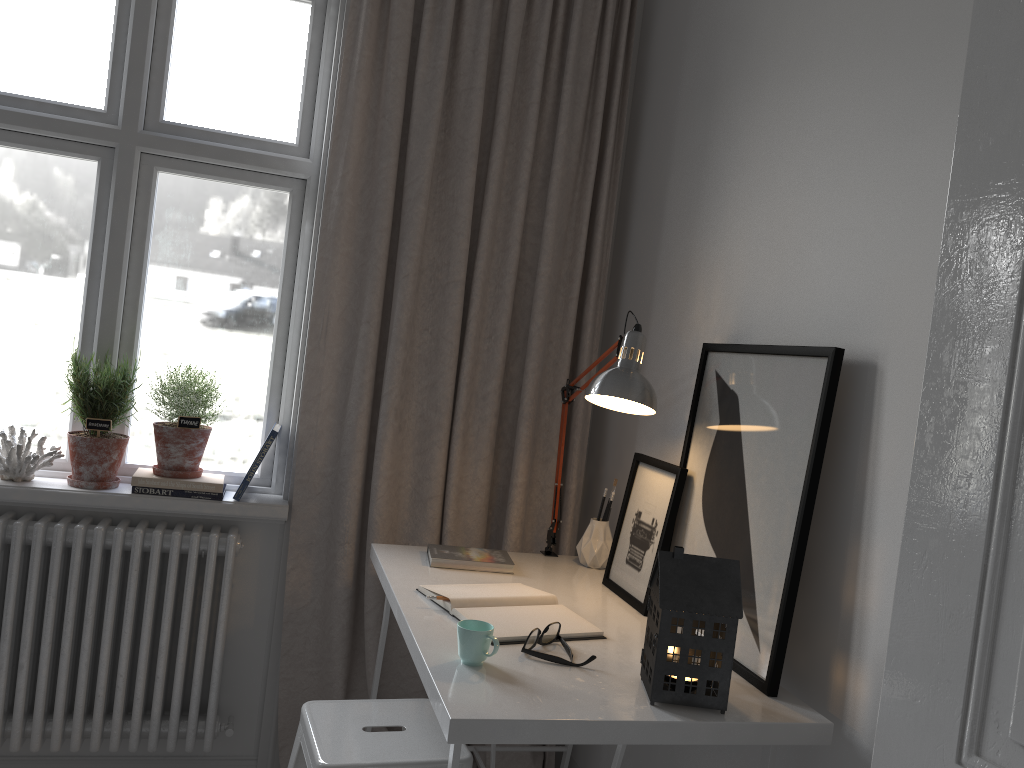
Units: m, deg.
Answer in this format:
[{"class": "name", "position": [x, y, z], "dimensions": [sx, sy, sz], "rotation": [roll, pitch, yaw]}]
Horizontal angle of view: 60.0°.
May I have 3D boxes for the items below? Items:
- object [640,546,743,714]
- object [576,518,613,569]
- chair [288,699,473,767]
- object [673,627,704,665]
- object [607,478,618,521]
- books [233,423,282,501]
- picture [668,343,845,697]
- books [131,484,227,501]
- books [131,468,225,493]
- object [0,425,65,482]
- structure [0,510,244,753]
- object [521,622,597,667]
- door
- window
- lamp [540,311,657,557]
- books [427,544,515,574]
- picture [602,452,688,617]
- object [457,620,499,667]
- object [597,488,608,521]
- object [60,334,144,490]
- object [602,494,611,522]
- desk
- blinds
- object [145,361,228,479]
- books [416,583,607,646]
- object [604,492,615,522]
[{"class": "object", "position": [0.298, 0.399, 1.480], "dimensions": [0.135, 0.248, 0.135], "rotation": [7, 1, 0]}, {"class": "object", "position": [0.228, 0.426, 2.376], "dimensions": [0.101, 0.126, 0.101], "rotation": [7, 2, -15]}, {"class": "chair", "position": [-0.289, 0.957, 1.800], "dimensions": [0.409, 0.527, 0.407], "rotation": [6, 2, -20]}, {"class": "object", "position": [0.299, 0.483, 1.606], "dimensions": [0.078, 0.073, 0.065], "rotation": [6, 2, -19]}, {"class": "object", "position": [0.253, 0.370, 2.375], "dimensions": [0.028, 0.239, 0.023], "rotation": [7, 1, -18]}, {"class": "books", "position": [-0.721, 0.217, 2.517], "dimensions": [0.101, 0.211, 0.175], "rotation": [7, 2, -12]}, {"class": "picture", "position": [0.445, 0.225, 1.768], "dimensions": [0.062, 0.614, 0.493], "rotation": [7, 2, -15]}, {"class": "books", "position": [-0.922, 0.291, 2.471], "dimensions": [0.245, 0.022, 0.156], "rotation": [7, 2, -11]}, {"class": "books", "position": [-0.923, 0.267, 2.464], "dimensions": [0.246, 0.025, 0.157], "rotation": [7, 2, -13]}, {"class": "object", "position": [-1.304, 0.189, 2.348], "dimensions": [0.212, 0.149, 0.186], "rotation": [7, 2, -6]}, {"class": "structure", "position": [-1.205, 0.655, 2.392], "dimensions": [0.935, 0.600, 0.216], "rotation": [7, 2, -15]}, {"class": "object", "position": [0.071, 0.470, 1.605], "dimensions": [0.114, 0.047, 0.133], "rotation": [6, 2, -27]}, {"class": "door", "position": [0.668, 0.173, 0.878], "dimensions": [0.034, 2.326, 0.678], "rotation": [6, 2, -24]}, {"class": "window", "position": [-1.095, -0.483, 2.494], "dimensions": [1.047, 1.536, 0.079], "rotation": [7, 1, -15]}, {"class": "lamp", "position": [0.160, 0.184, 2.206], "dimensions": [0.164, 0.745, 0.568], "rotation": [6, 2, -20]}, {"class": "books", "position": [-0.107, 0.440, 2.238], "dimensions": [0.207, 0.024, 0.149], "rotation": [7, 2, -9]}, {"class": "picture", "position": [0.306, 0.341, 2.074], "dimensions": [0.062, 0.333, 0.261], "rotation": [7, 2, -15]}, {"class": "object", "position": [-0.063, 0.447, 1.514], "dimensions": [0.064, 0.065, 0.082], "rotation": [7, 2, -17]}, {"class": "object", "position": [0.229, 0.384, 2.388], "dimensions": [0.008, 0.207, 0.054], "rotation": [8, 2, 40]}, {"class": "object", "position": [-1.119, 0.073, 2.399], "dimensions": [0.183, 0.410, 0.199], "rotation": [8, 2, 36]}, {"class": "object", "position": [0.241, 0.386, 2.388], "dimensions": [0.054, 0.207, 0.008], "rotation": [6, 2, -28]}, {"class": "desk", "position": [0.032, 0.871, 1.892], "dimensions": [0.641, 0.776, 1.163], "rotation": [7, 2, -15]}, {"class": "blinds", "position": [-0.139, -0.128, 2.490], "dimensions": [0.831, 2.680, 0.225], "rotation": [7, 1, -15]}, {"class": "object", "position": [-0.901, 0.097, 2.456], "dimensions": [0.220, 0.318, 0.210], "rotation": [8, 2, 23]}, {"class": "books", "position": [-0.024, 0.460, 1.834], "dimensions": [0.290, 0.029, 0.358], "rotation": [6, 2, -29]}, {"class": "object", "position": [0.244, 0.386, 2.364], "dimensions": [0.008, 0.207, 0.054], "rotation": [6, 2, -32]}]
